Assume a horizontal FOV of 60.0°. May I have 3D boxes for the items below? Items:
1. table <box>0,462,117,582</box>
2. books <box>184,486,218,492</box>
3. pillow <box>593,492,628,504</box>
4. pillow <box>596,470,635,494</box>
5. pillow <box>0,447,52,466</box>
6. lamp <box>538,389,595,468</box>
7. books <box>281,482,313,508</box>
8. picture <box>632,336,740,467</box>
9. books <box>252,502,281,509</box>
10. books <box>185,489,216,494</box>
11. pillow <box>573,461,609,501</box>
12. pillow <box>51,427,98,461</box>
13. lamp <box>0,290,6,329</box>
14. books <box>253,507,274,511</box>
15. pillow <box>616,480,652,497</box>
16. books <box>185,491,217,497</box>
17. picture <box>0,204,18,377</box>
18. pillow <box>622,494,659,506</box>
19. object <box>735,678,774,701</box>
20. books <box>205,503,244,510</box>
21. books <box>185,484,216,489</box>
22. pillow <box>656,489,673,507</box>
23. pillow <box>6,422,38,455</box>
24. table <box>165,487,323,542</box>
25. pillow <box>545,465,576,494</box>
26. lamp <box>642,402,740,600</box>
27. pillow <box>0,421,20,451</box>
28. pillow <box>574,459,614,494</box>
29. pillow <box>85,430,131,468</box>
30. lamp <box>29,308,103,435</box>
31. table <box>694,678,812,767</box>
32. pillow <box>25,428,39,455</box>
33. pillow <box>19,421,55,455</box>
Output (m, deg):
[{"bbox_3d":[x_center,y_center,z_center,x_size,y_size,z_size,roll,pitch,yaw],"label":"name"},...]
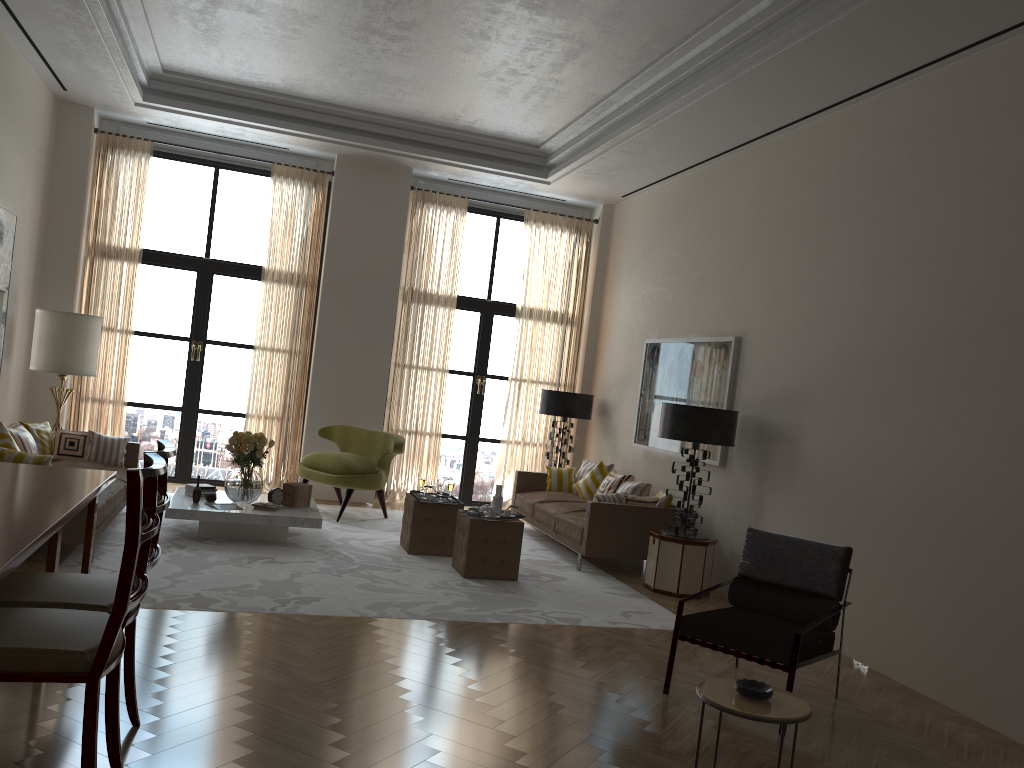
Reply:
[{"bbox_3d":[-3.317,1.110,4.512,1.802,1.027,3.796,7,0,-16],"label":"table"},{"bbox_3d":[-3.531,1.192,10.066,0.229,0.025,0.281,7,0,39],"label":"books"},{"bbox_3d":[1.088,1.451,10.342,0.498,0.428,0.326,7,1,-29],"label":"pillow"},{"bbox_3d":[1.347,1.431,11.773,0.404,0.547,0.616,7,0,-13],"label":"pillow"},{"bbox_3d":[-4.235,0.782,7.724,0.482,0.433,0.317,7,1,-7],"label":"pillow"},{"bbox_3d":[0.739,1.127,13.680,0.830,2.020,0.828,7,1,-12],"label":"lamp"},{"bbox_3d":[-2.464,1.268,10.143,0.210,0.265,0.282,7,1,34],"label":"books"},{"bbox_3d":[2.120,0.165,11.104,0.080,1.481,2.263,6,0,-18],"label":"picture"},{"bbox_3d":[-2.694,1.334,9.726,0.255,0.026,0.202,7,0,9],"label":"books"},{"bbox_3d":[-3.532,1.217,10.054,0.207,0.025,0.263,7,0,37],"label":"books"},{"bbox_3d":[1.169,1.373,12.310,0.766,0.617,0.356,7,1,27],"label":"pillow"},{"bbox_3d":[-4.983,0.726,10.058,0.465,0.412,0.303,7,1,-18],"label":"pillow"},{"bbox_3d":[-4.387,0.360,6.703,0.766,2.256,0.768,8,2,40],"label":"lamp"},{"bbox_3d":[-2.707,1.356,9.723,0.197,0.025,0.256,7,0,1],"label":"books"},{"bbox_3d":[1.503,1.512,11.427,0.371,0.566,0.658,6,1,-21],"label":"pillow"},{"bbox_3d":[-3.536,1.246,10.066,0.207,0.035,0.281,7,0,41],"label":"books"},{"bbox_3d":[-5.457,-0.939,8.826,0.045,2.000,3.057,6,0,-16],"label":"picture"},{"bbox_3d":[1.446,1.498,10.412,0.465,0.412,0.303,7,1,-18],"label":"pillow"},{"bbox_3d":[1.250,1.586,4.583,0.193,0.064,0.193,7,0,6],"label":"object"},{"bbox_3d":[-3.098,1.303,9.527,0.281,0.038,0.383,7,0,-44],"label":"books"},{"bbox_3d":[-3.531,1.164,10.056,0.206,0.030,0.260,7,0,41],"label":"books"},{"bbox_3d":[1.743,1.502,10.591,0.296,0.476,0.515,7,0,5],"label":"pillow"},{"bbox_3d":[-4.869,0.671,8.694,0.404,0.547,0.616,7,0,-13],"label":"pillow"},{"bbox_3d":[-3.015,1.505,10.003,1.585,0.343,1.498,7,0,-16],"label":"table"},{"bbox_3d":[0.704,1.398,12.745,0.482,0.433,0.317,7,1,-7],"label":"pillow"},{"bbox_3d":[1.919,1.249,9.624,0.830,2.020,0.828,7,1,-16],"label":"lamp"},{"bbox_3d":[-4.681,0.652,8.156,0.766,0.617,0.356,7,1,27],"label":"pillow"},{"bbox_3d":[1.130,1.386,12.713,0.356,0.576,0.622,6,1,-38],"label":"pillow"},{"bbox_3d":[-4.624,0.766,10.128,0.498,0.428,0.326,7,1,-29],"label":"pillow"},{"bbox_3d":[-5.695,0.225,11.171,0.766,2.256,0.768,8,1,37],"label":"lamp"},{"bbox_3d":[1.215,1.889,4.588,0.583,0.547,0.584,7,1,23],"label":"table"},{"bbox_3d":[-5.040,0.717,9.043,0.371,0.566,0.658,6,1,-21],"label":"pillow"},{"bbox_3d":[-5.272,0.658,9.878,0.296,0.476,0.515,7,0,5],"label":"pillow"}]
